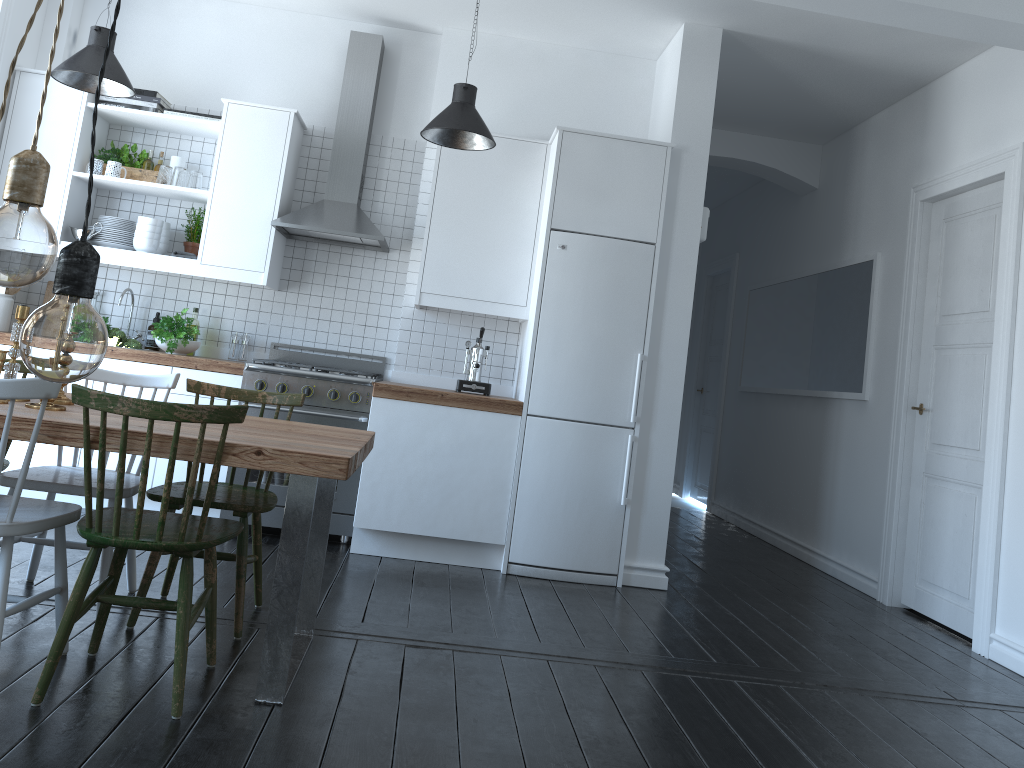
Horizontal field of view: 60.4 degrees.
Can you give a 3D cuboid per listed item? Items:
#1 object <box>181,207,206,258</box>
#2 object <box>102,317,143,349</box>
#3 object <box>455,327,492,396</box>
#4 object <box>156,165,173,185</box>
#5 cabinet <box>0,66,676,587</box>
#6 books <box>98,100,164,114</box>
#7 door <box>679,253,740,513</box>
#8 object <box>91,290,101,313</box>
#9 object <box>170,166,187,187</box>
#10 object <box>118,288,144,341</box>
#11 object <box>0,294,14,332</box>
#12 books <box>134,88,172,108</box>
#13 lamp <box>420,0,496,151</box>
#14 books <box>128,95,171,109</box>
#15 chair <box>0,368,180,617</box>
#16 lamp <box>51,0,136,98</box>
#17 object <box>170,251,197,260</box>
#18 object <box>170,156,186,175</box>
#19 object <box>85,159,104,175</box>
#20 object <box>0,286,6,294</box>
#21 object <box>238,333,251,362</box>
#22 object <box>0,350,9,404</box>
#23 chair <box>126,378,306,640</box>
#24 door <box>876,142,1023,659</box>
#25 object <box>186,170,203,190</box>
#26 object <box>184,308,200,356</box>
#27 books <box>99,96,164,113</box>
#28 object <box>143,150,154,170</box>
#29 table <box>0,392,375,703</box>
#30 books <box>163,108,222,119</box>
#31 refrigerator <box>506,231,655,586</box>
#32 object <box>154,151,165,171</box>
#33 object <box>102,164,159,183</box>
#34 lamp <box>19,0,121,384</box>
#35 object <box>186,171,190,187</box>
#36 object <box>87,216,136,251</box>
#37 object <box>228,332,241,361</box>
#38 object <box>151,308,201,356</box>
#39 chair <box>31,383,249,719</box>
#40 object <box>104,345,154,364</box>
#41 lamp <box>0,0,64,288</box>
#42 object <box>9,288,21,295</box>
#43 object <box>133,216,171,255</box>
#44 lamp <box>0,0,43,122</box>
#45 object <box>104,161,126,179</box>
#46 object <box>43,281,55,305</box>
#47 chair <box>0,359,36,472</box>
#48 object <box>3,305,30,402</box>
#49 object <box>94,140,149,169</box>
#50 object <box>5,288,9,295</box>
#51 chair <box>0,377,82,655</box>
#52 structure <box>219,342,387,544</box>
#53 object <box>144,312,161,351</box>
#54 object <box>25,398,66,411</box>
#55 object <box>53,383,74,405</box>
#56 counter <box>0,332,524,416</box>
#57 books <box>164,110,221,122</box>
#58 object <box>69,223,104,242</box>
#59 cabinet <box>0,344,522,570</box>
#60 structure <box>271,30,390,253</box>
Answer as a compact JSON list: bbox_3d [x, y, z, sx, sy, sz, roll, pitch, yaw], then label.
[{"bbox_3d":[-1.886,-0.903,5.292,0.166,0.370,0.168,4,-6,32],"label":"object"},{"bbox_3d":[-2.289,-0.256,4.943,0.465,0.311,0.284,9,-3,-31],"label":"object"},{"bbox_3d":[-0.195,-0.128,4.943,0.205,0.374,0.351,8,-3,-5],"label":"object"},{"bbox_3d":[-2.010,-1.203,5.100,0.086,0.121,0.085,6,-4,19],"label":"object"},{"bbox_3d":[-1.144,-0.380,5.008,3.788,2.402,0.771,8,-6,0],"label":"cabinet"},{"bbox_3d":[-2.247,-1.612,5.264,0.351,0.044,0.258,8,0,-2],"label":"books"},{"bbox_3d":[2.018,-0.035,8.887,0.116,2.505,1.061,8,-5,-5],"label":"door"},{"bbox_3d":[-2.503,-0.408,5.235,0.097,0.321,0.097,8,-6,-4],"label":"object"},{"bbox_3d":[-1.924,-1.192,5.091,0.086,0.121,0.085,6,-4,19],"label":"object"},{"bbox_3d":[-2.235,-0.380,5.170,0.187,0.357,0.274,10,-5,-28],"label":"object"},{"bbox_3d":[-2.902,-0.405,4.935,0.174,0.210,0.172,7,-4,0],"label":"object"},{"bbox_3d":[-2.246,-1.716,5.273,0.325,0.038,0.257,8,0,-2],"label":"books"},{"bbox_3d":[-0.210,-1.695,4.481,0.385,0.951,0.381,7,-5,4],"label":"lamp"},{"bbox_3d":[-2.239,-1.680,5.274,0.350,0.031,0.286,8,0,-4],"label":"books"},{"bbox_3d":[-1.564,0.351,3.227,0.466,0.852,0.505,8,-5,-5],"label":"chair"},{"bbox_3d":[-3.230,-1.322,4.246,2.697,2.542,0.487,8,-6,-4],"label":"lamp"},{"bbox_3d":[-1.906,-0.741,5.141,0.245,0.043,0.276,8,0,-12],"label":"object"},{"bbox_3d":[-2.031,-1.258,5.314,0.085,0.225,0.084,7,-6,3],"label":"object"},{"bbox_3d":[-2.416,-1.247,5.103,0.082,0.101,0.109,10,-4,-35],"label":"object"},{"bbox_3d":[-2.899,-0.451,4.950,0.064,0.293,0.140,11,-6,-31],"label":"object"},{"bbox_3d":[-1.602,-0.218,5.271,0.059,0.175,0.058,7,-6,9],"label":"object"},{"bbox_3d":[-1.577,-0.023,2.705,0.080,0.162,0.079,3,-7,42],"label":"object"},{"bbox_3d":[-1.079,0.424,3.243,0.467,0.837,0.481,8,-5,-6],"label":"chair"},{"bbox_3d":[2.373,0.036,4.732,0.116,2.505,1.031,8,-5,-5],"label":"door"},{"bbox_3d":[-1.853,-1.182,5.150,0.085,0.121,0.086,10,-5,-36],"label":"object"},{"bbox_3d":[-1.899,-0.313,5.230,0.066,0.286,0.066,8,-6,-9],"label":"object"},{"bbox_3d":[-2.253,-1.651,5.258,0.328,0.031,0.258,8,0,-6],"label":"books"},{"bbox_3d":[-2.178,-1.291,5.270,0.059,0.227,0.059,10,-6,-21],"label":"object"},{"bbox_3d":[-1.634,0.407,2.808,2.223,0.725,1.012,8,-2,-4],"label":"table"},{"bbox_3d":[-1.881,-1.588,5.297,0.341,0.016,0.273,8,0,-3],"label":"books"},{"bbox_3d":[0.351,0.108,4.927,0.575,1.823,0.674,8,-6,-5],"label":"refrigerator"},{"bbox_3d":[-2.131,-1.289,5.317,0.056,0.236,0.055,8,-6,-2],"label":"object"},{"bbox_3d":[-2.292,-1.233,5.268,0.392,0.104,0.152,8,-2,-4],"label":"object"},{"bbox_3d":[-0.330,-0.748,0.907,0.073,1.515,0.086,13,-9,-43],"label":"lamp"},{"bbox_3d":[-1.933,-1.193,5.181,0.085,0.121,0.086,10,-5,-36],"label":"object"},{"bbox_3d":[-2.343,-0.878,5.190,0.300,0.197,0.304,8,-2,-3],"label":"object"},{"bbox_3d":[-1.665,-0.226,5.288,0.059,0.175,0.058,7,-6,9],"label":"object"},{"bbox_3d":[-1.903,-0.304,5.001,0.270,0.272,0.337,8,-2,-14],"label":"object"},{"bbox_3d":[-1.017,0.436,2.505,0.467,0.837,0.481,8,-5,-6],"label":"chair"},{"bbox_3d":[-2.279,-0.164,4.999,0.371,0.112,0.352,8,0,-4],"label":"object"},{"bbox_3d":[-0.384,-0.839,0.923,0.074,1.515,0.073,2,-9,42],"label":"lamp"},{"bbox_3d":[-2.865,-0.448,4.981,0.130,0.300,0.056,10,-7,-25],"label":"object"},{"bbox_3d":[-2.107,-0.857,5.155,0.149,0.219,0.307,8,-2,-7],"label":"object"},{"bbox_3d":[-0.437,-0.689,0.879,0.074,1.515,0.087,5,-7,19],"label":"lamp"},{"bbox_3d":[-2.293,-1.231,5.096,0.108,0.101,0.082,8,-4,-15],"label":"object"},{"bbox_3d":[-2.690,-0.440,5.253,0.220,0.334,0.040,8,-6,-4],"label":"object"},{"bbox_3d":[-2.038,0.297,3.155,0.467,0.837,0.481,8,-5,-6],"label":"chair"},{"bbox_3d":[-1.626,-0.104,2.880,0.140,0.314,0.138,3,-7,38],"label":"object"},{"bbox_3d":[-2.354,-1.329,5.273,0.346,0.257,0.162,8,-4,-14],"label":"object"},{"bbox_3d":[-2.877,-0.427,4.980,0.050,0.250,0.114,13,-7,-40],"label":"object"},{"bbox_3d":[-1.489,0.365,2.436,0.466,0.852,0.505,8,-5,-5],"label":"chair"},{"bbox_3d":[-1.152,0.305,4.971,0.699,1.031,0.716,8,-4,-5],"label":"structure"},{"bbox_3d":[-2.129,-0.314,5.252,0.084,0.233,0.085,12,-7,-39],"label":"object"},{"bbox_3d":[-1.411,-0.126,2.737,0.112,0.416,0.114,13,-8,-42],"label":"object"},{"bbox_3d":[-1.506,-0.058,2.963,0.101,0.250,0.099,6,-6,19],"label":"object"},{"bbox_3d":[-1.508,-0.077,4.916,3.095,0.074,0.842,8,0,-4],"label":"counter"},{"bbox_3d":[-1.883,-1.561,5.285,0.349,0.038,0.259,8,0,-5],"label":"books"},{"bbox_3d":[-2.427,-0.857,5.008,0.210,0.136,0.101,7,-4,8],"label":"object"},{"bbox_3d":[-1.562,0.355,4.926,3.185,0.825,0.722,8,-3,4],"label":"cabinet"},{"bbox_3d":[-0.969,-1.502,5.263,0.632,1.320,0.523,8,-5,-4],"label":"structure"}]
